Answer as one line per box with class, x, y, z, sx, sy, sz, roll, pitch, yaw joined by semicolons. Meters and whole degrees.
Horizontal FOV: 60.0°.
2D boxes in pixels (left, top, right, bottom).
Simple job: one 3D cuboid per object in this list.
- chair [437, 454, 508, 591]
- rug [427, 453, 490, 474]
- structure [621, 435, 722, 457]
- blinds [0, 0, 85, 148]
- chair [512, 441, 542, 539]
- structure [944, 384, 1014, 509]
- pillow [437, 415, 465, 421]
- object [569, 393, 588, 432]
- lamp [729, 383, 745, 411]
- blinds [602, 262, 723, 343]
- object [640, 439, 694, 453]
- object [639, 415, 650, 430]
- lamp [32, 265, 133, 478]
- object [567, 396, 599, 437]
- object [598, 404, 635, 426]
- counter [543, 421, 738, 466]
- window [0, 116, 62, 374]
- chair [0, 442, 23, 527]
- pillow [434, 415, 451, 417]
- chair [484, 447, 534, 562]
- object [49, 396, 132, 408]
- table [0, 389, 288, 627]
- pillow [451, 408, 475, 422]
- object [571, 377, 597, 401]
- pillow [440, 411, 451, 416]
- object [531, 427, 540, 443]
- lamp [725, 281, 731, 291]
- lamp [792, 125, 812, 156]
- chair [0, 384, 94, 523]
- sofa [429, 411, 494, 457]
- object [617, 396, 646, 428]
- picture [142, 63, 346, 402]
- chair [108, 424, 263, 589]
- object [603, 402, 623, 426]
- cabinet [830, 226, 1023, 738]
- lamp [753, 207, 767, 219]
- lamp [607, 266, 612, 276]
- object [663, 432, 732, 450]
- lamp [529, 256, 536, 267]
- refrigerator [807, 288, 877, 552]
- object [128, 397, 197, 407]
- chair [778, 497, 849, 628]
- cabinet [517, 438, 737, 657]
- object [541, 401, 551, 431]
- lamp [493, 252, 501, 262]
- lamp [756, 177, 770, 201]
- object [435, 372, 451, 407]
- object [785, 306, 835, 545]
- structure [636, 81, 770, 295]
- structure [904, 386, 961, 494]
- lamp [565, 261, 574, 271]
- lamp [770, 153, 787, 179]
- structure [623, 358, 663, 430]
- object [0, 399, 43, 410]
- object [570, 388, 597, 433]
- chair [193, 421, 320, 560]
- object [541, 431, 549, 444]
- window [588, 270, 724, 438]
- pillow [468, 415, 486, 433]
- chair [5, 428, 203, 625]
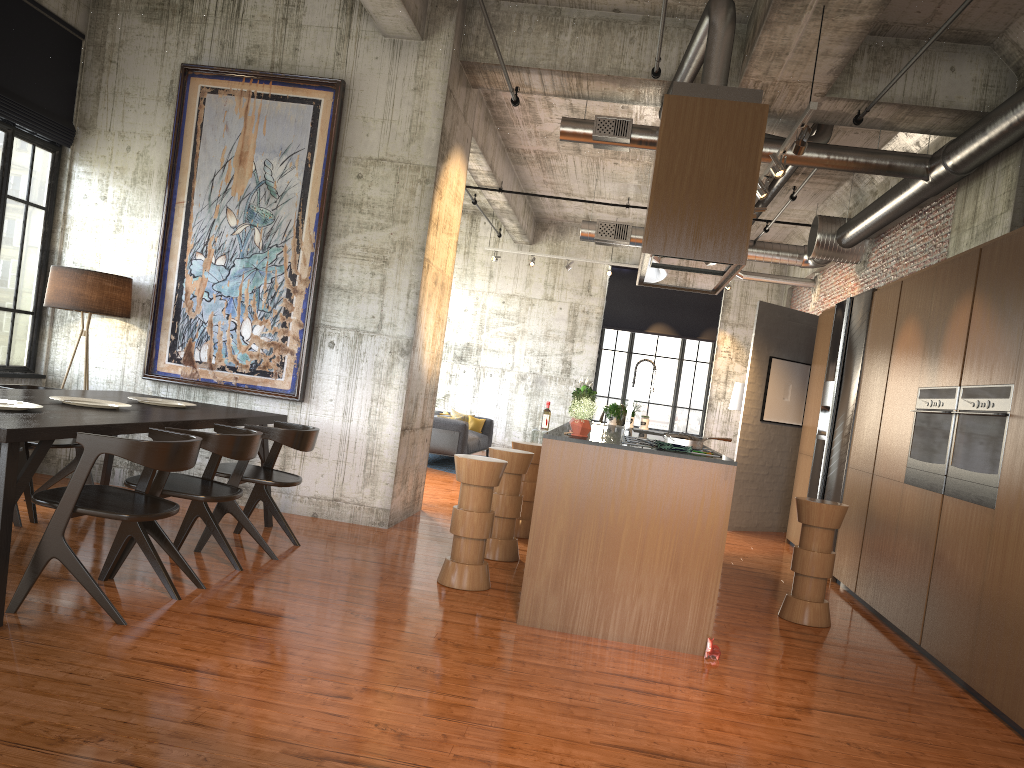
chair;-0.299;1.038;6.708;0.409;0.963;0.410;8;2;-15
rug;0.434;1.642;16.317;4.855;0.009;4.834;8;0;-37
structure;1.144;0.448;6.539;0.678;0.019;1.097;8;0;7
blinds;-4.393;-2.927;8.191;0.052;1.143;1.296;8;1;7
chair;0.133;1.101;9.284;0.409;0.963;0.410;8;2;-15
structure;3.112;0.398;5.983;0.079;0.795;0.859;8;1;7
pillow;-1.013;0.724;15.174;0.536;0.446;0.260;8;1;14
object;0.514;0.212;6.655;0.178;0.311;0.172;8;1;12
lamp;4.796;1.121;18.527;0.692;2.245;0.708;9;2;29
blinds;3.272;-1.767;19.172;2.442;1.465;0.150;8;2;7
object;1.027;0.405;5.878;0.392;0.068;0.184;8;0;-37
object;1.474;0.429;9.849;0.107;0.158;0.107;9;2;42
lamp;-4.141;-0.044;8.486;0.751;2.058;0.753;8;2;18
object;0.485;0.221;6.173;0.221;0.283;0.211;8;1;15
object;2.196;1.038;18.948;0.727;1.297;0.456;8;2;18
counter;1.056;0.533;7.852;1.244;0.174;4.362;8;0;7
window;-4.795;-1.794;6.994;0.050;3.438;3.812;8;1;7
chair;-3.933;0.527;6.205;0.769;0.994;0.878;8;1;7
pillow;-1.211;0.680;15.320;0.364;0.315;0.170;8;1;-4
chair;-0.071;1.071;7.953;0.409;0.963;0.410;8;2;-15
object;-2.957;0.135;6.226;0.526;0.024;0.527;8;0;17
table;-3.086;0.638;6.224;1.637;1.007;3.702;8;0;7
pillow;-1.024;0.725;17.211;0.536;0.446;0.260;8;1;14
object;0.802;0.164;9.918;0.304;0.503;0.268;7;2;-41
pillow;-1.267;0.710;17.121;0.228;0.371;0.405;8;1;16
object;0.501;1.117;19.133;0.163;0.361;0.163;8;1;5
lamp;4.408;-2.008;18.111;0.103;0.215;0.225;7;1;-42
lamp;2.212;-1.861;6.779;0.102;0.215;0.225;8;1;3
chair;-3.824;0.544;7.216;0.769;0.994;0.878;8;1;6
sofa;-1.244;0.983;16.227;1.361;0.862;3.004;8;0;8
object;1.337;0.297;9.886;0.305;0.382;0.362;9;1;41
picture;-2.624;-1.477;8.629;1.654;3.123;0.142;8;2;6
chair;-2.141;0.776;5.922;0.769;0.994;0.878;8;1;6
object;1.132;0.331;9.932;0.236;0.258;0.232;9;1;45
cabinet;3.599;0.542;6.381;0.859;3.047;5.342;8;0;7
lamp;2.519;-1.817;9.236;0.260;0.211;0.102;8;1;1
lamp;2.019;-2.342;18.382;0.102;0.211;0.260;8;1;2
object;1.348;0.415;6.343;0.330;0.120;0.730;8;0;42
lamp;0.430;-2.560;18.573;0.102;0.228;0.199;8;1;17
refrigerator;4.109;0.623;9.769;1.211;3.053;1.517;8;1;7
object;-2.843;0.152;7.209;0.526;0.024;0.527;8;0;17
chair;2.411;1.415;7.096;0.410;0.963;0.410;9;2;37
cabinet;0.978;1.089;7.870;1.244;1.244;4.360;8;0;7
object;0.245;0.227;6.297;0.056;0.209;0.056;8;2;7
lamp;-0.339;-2.669;18.646;0.101;0.211;0.261;9;1;42
lamp;2.369;-1.842;8.393;0.164;0.251;0.102;9;2;32
object;-1.537;0.329;10.904;1.884;2.065;1.515;8;1;29
object;4.133;0.622;10.988;0.859;3.048;0.910;8;2;7
structure;1.337;-1.345;6.480;0.663;1.126;1.629;8;1;7
structure;3.215;0.414;6.876;0.079;0.795;0.859;8;1;7
lamp;1.187;-2.458;18.455;0.182;0.241;0.102;8;1;2
lamp;2.277;-1.856;7.572;0.102;0.251;0.164;7;2;-38
structure;1.379;0.114;9.118;0.360;0.750;0.168;8;2;6
object;-3.070;0.118;5.244;0.526;0.024;0.527;8;0;17
object;0.496;0.181;6.412;0.186;0.368;0.196;7;2;-44
chair;-1.977;0.800;6.969;0.769;0.994;0.878;8;1;3
object;0.728;1.149;19.107;0.163;0.361;0.163;8;1;9
window;3.142;-0.650;19.380;2.578;3.438;0.050;8;2;6
pillow;-0.706;0.787;17.145;0.435;0.319;0.168;8;1;-19
chair;-2.244;0.760;5.027;0.769;0.994;0.878;8;1;7
